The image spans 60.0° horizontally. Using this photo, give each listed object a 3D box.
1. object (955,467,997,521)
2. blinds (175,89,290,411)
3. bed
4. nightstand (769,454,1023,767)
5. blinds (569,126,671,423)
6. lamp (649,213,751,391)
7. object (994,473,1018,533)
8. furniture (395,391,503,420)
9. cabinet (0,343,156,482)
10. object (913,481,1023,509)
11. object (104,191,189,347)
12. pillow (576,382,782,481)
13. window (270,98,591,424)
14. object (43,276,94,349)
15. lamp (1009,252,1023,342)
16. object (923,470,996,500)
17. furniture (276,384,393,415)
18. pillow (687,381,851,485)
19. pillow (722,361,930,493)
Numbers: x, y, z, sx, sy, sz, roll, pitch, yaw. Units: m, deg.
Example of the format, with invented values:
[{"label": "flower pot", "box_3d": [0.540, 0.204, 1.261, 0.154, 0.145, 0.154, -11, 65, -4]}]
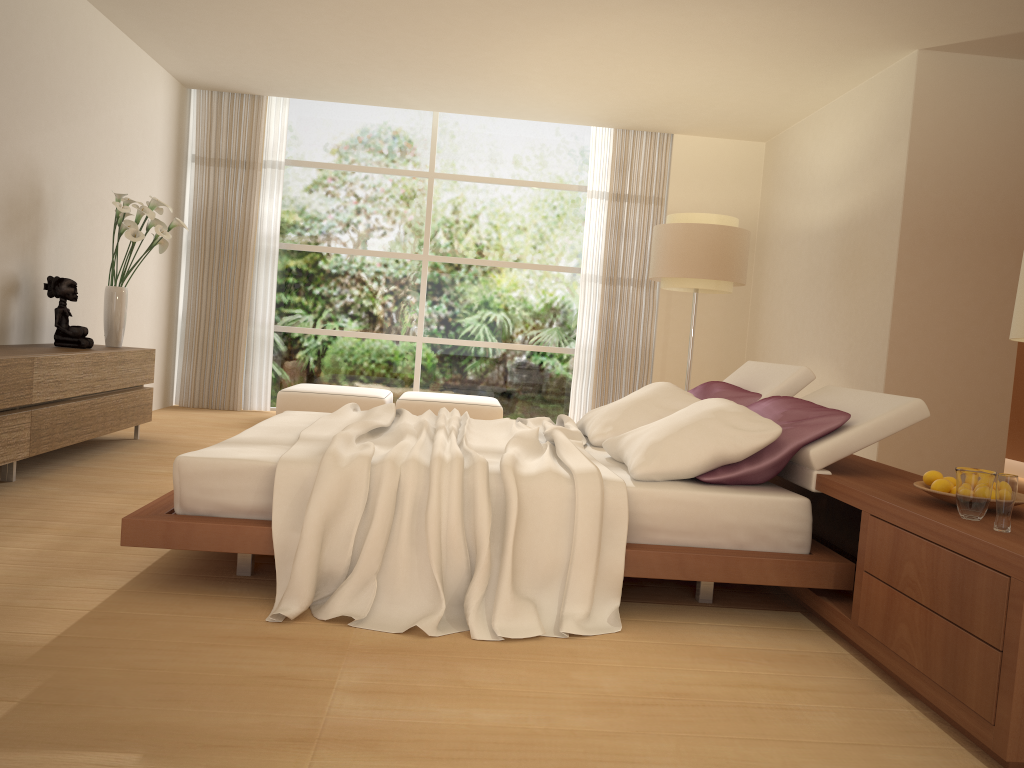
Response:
[{"label": "object", "box_3d": [1.329, 0.318, 2.554, 0.110, 0.141, 0.110, 7, 4, 38]}, {"label": "blinds", "box_3d": [-2.773, -1.417, 8.770, 0.950, 3.352, 0.211, 4, 3, -5]}, {"label": "bed", "box_3d": [-0.105, 0.452, 4.059, 2.535, 0.570, 2.599, 4, 3, -4]}, {"label": "nightstand", "box_3d": [1.302, 0.567, 4.205, 0.493, 0.539, 4.220, 4, 3, -4]}, {"label": "blinds", "box_3d": [1.095, -1.128, 8.968, 0.814, 3.351, 0.202, 4, 3, -5]}, {"label": "lamp", "box_3d": [1.459, -0.330, 7.199, 0.817, 2.018, 0.817, 7, 4, 39]}, {"label": "object", "box_3d": [1.334, 0.322, 2.399, 0.052, 0.154, 0.052, 5, 3, 15]}, {"label": "furniture", "box_3d": [-0.586, 0.289, 8.290, 0.965, 0.346, 0.964, 4, 3, -4]}, {"label": "cabinet", "box_3d": [-2.801, 0.164, 4.608, 0.588, 0.662, 3.713, 4, 3, -4]}, {"label": "object", "box_3d": [1.442, 0.360, 2.783, 0.337, 0.053, 0.337, 5, 3, 10]}, {"label": "object", "box_3d": [-2.613, -0.791, 6.214, 0.608, 1.085, 0.515, 8, 4, 44]}, {"label": "pillow", "box_3d": [0.675, 0.182, 4.130, 0.561, 0.339, 1.720, 4, 3, -4]}, {"label": "window", "box_3d": [-0.893, -1.301, 9.148, 4.781, 3.371, 0.071, 4, 3, -4]}, {"label": "object", "box_3d": [-2.851, -0.462, 5.724, 0.282, 0.453, 0.181, 4, 3, -4]}, {"label": "lamp", "box_3d": [1.246, -1.258, 1.533, 0.451, 2.399, 0.451, 4, 3, -6]}, {"label": "object", "box_3d": [1.437, 0.331, 2.798, 0.230, 0.084, 0.259, 2, 4, -34]}, {"label": "furniture", "box_3d": [-1.617, 0.212, 8.224, 0.965, 0.346, 0.964, 4, 3, -4]}, {"label": "pillow", "box_3d": [0.945, 0.187, 4.154, 0.575, 0.369, 1.683, 4, 3, -4]}, {"label": "pillow", "box_3d": [1.277, 0.139, 4.180, 0.461, 0.457, 1.779, 4, 3, -5]}]
